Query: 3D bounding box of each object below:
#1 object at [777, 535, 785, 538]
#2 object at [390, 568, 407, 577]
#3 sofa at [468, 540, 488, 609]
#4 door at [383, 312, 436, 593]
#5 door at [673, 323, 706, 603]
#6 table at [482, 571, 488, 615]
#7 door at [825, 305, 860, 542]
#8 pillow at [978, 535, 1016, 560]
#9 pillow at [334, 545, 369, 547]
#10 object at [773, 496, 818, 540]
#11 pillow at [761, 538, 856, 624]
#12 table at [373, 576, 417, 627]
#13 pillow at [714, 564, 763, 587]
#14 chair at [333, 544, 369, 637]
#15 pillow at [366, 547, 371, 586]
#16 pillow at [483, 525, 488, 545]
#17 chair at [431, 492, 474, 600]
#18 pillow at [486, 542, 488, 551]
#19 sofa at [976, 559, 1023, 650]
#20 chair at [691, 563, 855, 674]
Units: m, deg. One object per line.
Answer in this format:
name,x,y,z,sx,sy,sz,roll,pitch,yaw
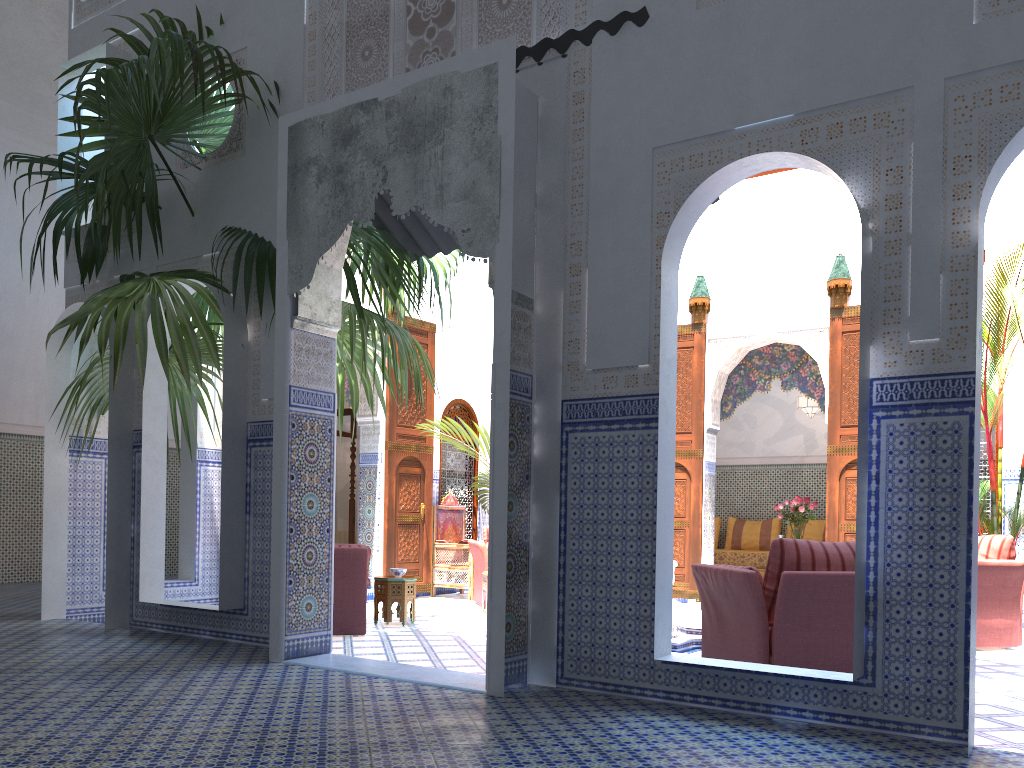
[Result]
object,2.614,1.574,8.518,0.106,0.213,0.107,0,-2,39
object,-0.781,1.297,6.017,0.118,0.057,0.119,4,-8,-19
sofa,0.320,1.620,7.480,1.361,0.540,0.738,3,-6,-11
door,-0.924,0.663,7.881,0.123,2.514,0.584,1,0,39
door,1.467,0.726,7.995,0.582,2.514,0.124,1,0,29
table,0.047,1.618,6.755,0.538,0.322,0.542,-3,-8,33
door,2.850,0.613,7.102,0.582,2.514,0.124,1,0,34
pillow,2.912,1.156,5.577,0.305,0.400,0.564,2,-6,-15
pillow,-1.148,1.183,5.802,0.396,0.243,0.188,2,-3,-10
object,2.728,1.373,8.429,0.335,0.595,0.449,2,-3,-30
pillow,1.317,0.840,3.693,0.581,0.379,0.303,2,-4,-11
table,-0.806,1.487,6.018,0.289,0.323,0.291,-1,-5,34
pillow,1.031,0.941,3.977,0.187,0.242,0.400,2,-6,-10
chair,-1.290,1.289,5.543,0.726,0.540,0.819,2,-6,-11
pillow,-1.053,1.120,5.360,0.379,0.253,0.188,2,-3,-10
pillow,0.028,1.423,7.576,0.582,0.391,0.292,2,-3,-11
chair,-0.411,1.560,8.250,0.503,1.079,0.486,0,-2,34
pillow,-0.129,1.423,7.194,0.187,0.252,0.383,2,-6,-10
sofa,2.705,1.409,5.831,0.732,0.538,1.375,2,-8,-11
chair,1.288,1.072,3.839,0.812,0.540,0.732,2,-6,-11
